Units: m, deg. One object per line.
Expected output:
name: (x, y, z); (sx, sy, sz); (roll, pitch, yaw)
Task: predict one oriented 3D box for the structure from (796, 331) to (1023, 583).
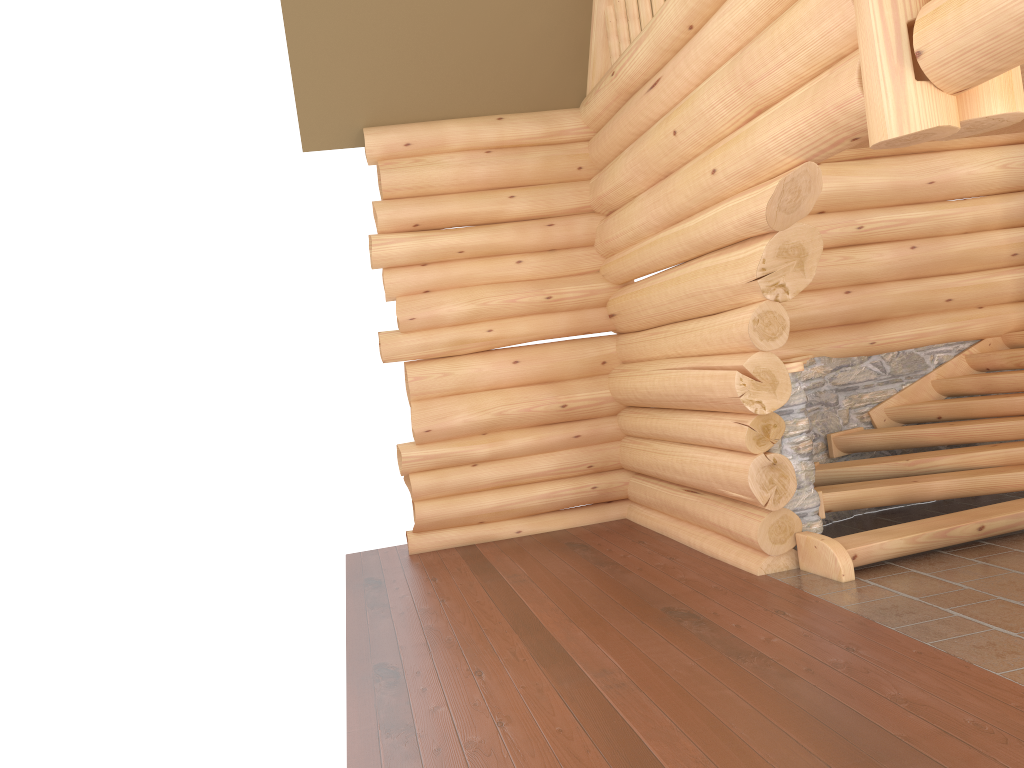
structure: (3.567, 0.321, 7.454); (3.604, 1.643, 1.951); (-8, 1, -17)
